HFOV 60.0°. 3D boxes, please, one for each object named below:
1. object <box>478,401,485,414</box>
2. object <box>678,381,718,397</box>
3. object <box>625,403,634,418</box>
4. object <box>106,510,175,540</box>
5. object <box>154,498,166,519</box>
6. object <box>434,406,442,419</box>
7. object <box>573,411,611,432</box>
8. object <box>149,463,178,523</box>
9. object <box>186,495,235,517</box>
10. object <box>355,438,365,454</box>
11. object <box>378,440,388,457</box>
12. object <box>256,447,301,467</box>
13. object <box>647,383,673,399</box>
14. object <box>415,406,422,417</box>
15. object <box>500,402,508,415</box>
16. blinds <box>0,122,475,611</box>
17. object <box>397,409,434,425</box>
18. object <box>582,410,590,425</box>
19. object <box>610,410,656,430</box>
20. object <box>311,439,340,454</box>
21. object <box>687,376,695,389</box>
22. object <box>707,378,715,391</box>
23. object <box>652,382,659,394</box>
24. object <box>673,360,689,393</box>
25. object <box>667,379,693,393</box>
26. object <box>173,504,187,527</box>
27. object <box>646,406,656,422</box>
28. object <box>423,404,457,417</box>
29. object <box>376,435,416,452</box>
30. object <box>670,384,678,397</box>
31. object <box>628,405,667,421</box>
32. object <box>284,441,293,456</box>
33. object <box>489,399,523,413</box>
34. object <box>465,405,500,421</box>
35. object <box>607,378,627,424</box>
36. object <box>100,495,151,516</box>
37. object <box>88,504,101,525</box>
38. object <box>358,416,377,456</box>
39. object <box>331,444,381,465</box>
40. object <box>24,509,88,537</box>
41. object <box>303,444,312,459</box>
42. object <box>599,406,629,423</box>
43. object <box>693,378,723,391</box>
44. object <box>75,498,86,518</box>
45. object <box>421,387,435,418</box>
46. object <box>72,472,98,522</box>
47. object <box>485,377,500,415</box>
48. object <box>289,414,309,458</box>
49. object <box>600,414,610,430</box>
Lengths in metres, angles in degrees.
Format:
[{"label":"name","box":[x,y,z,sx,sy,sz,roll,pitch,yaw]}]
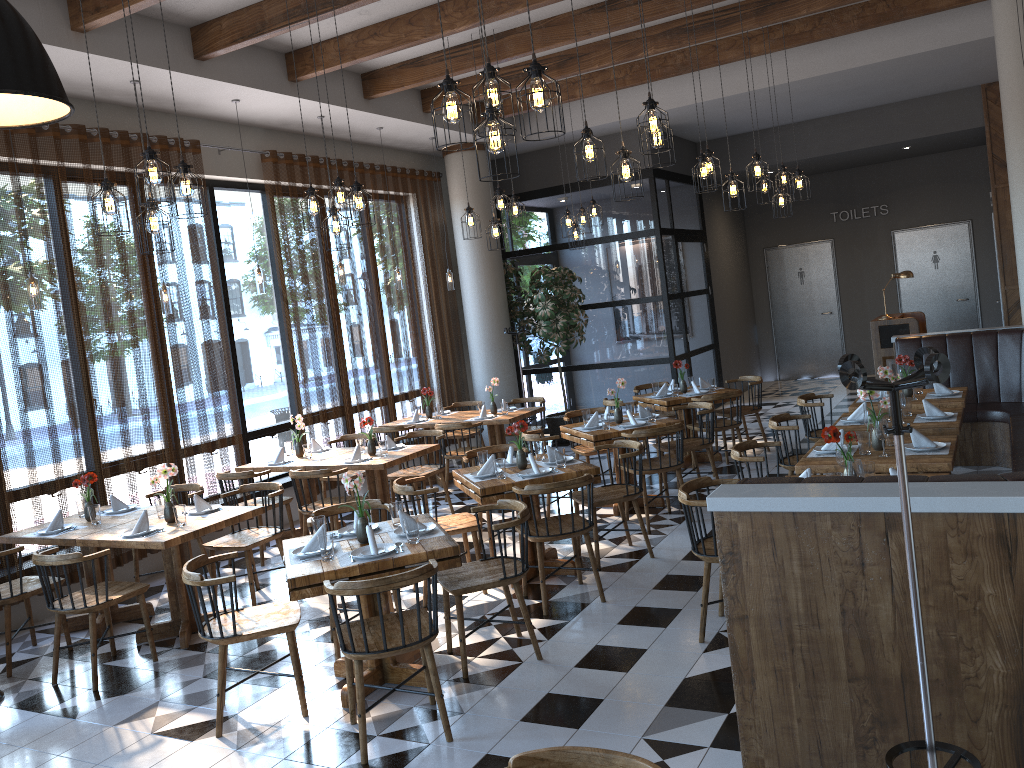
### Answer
[{"label":"object","box":[-0.339,0.268,9.946,0.080,0.132,0.080,-6,3,14]},{"label":"object","box":[1.933,0.039,9.321,0.352,0.137,0.272,-8,5,-16]},{"label":"object","box":[1.095,0.244,8.202,0.080,0.132,0.080,-4,5,44]},{"label":"object","box":[-2.401,0.895,5.706,0.351,0.137,0.273,-4,5,29]},{"label":"object","box":[-2.425,0.862,6.136,0.080,0.132,0.080,-6,3,14]},{"label":"object","box":[-0.835,0.323,10.019,0.080,0.132,0.080,-4,5,44]},{"label":"object","box":[0.704,0.320,7.857,0.272,0.137,0.352,-8,5,-16]},{"label":"object","box":[-2.308,0.732,5.910,0.207,0.399,0.146,-7,3,-7]},{"label":"object","box":[-2.152,0.822,6.174,0.351,0.137,0.273,-4,5,29]},{"label":"object","box":[-1.376,0.563,8.052,0.080,0.132,0.080,-6,3,14]},{"label":"object","box":[-1.117,0.562,7.702,0.080,0.132,0.080,-6,3,14]},{"label":"object","box":[-2.124,0.653,8.056,0.351,0.137,0.273,-4,5,29]},{"label":"object","box":[1.602,0.064,9.503,0.272,0.137,0.352,-8,5,-16]},{"label":"object","box":[-1.094,0.324,10.368,0.080,0.132,0.080,-4,5,44]},{"label":"object","box":[-0.080,0.267,9.597,0.080,0.132,0.080,-6,3,14]},{"label":"blinds","box":[-2.511,-0.551,8.726,0.159,3.573,7.296,-6,5,29]},{"label":"object","box":[-1.090,0.359,9.943,0.351,0.137,0.273,-4,5,29]},{"label":"object","box":[0.681,0.306,8.082,0.080,0.132,0.080,-4,5,44]},{"label":"object","box":[1.035,0.295,7.676,0.352,0.137,0.272,-8,5,-16]},{"label":"object","box":[-1.874,0.581,8.524,0.351,0.137,0.273,-4,5,29]},{"label":"object","box":[1.995,-0.013,9.846,0.080,0.132,0.080,-9,4,-36]},{"label":"object","box":[2.126,0.007,9.435,0.080,0.132,0.080,-9,4,-36]},{"label":"object","box":[1.581,0.049,9.725,0.080,0.132,0.080,-7,3,4]},{"label":"object","box":[1.839,-0.085,9.608,0.156,0.354,0.171,-8,3,-14]},{"label":"object","box":[1.777,0.013,9.836,0.352,0.137,0.272,-8,5,-16]},{"label":"object","box":[-2.166,0.861,5.787,0.080,0.132,0.080,-6,3,14]},{"label":"object","box":[1.226,0.264,7.792,0.080,0.132,0.080,-4,5,44]},{"label":"object","box":[-0.841,0.287,10.411,0.351,0.137,0.273,-4,5,29]},{"label":"object","box":[-1.101,0.523,8.092,0.351,0.137,0.273,-4,5,29]},{"label":"object","box":[1.710,0.071,9.303,0.080,0.132,0.080,-4,5,44]},{"label":"object","box":[1.211,0.244,8.009,0.272,0.137,0.352,-8,5,-16]},{"label":"object","box":[-2.131,0.620,8.474,0.080,0.132,0.080,-9,4,-26]},{"label":"object","box":[-0.068,0.229,9.979,0.351,0.137,0.273,-4,5,29]},{"label":"object","box":[-0.318,0.301,9.511,0.351,0.137,0.273,-4,5,29]},{"label":"object","box":[0.953,0.152,7.908,0.146,0.399,0.207,-5,4,41]},{"label":"object","box":[-2.925,0.880,6.606,0.351,0.137,0.273,-4,5,29]},{"label":"object","box":[-2.921,0.917,6.209,0.080,0.132,0.080,-9,4,-36]},{"label":"object","box":[-1.270,0.459,7.810,0.156,0.354,0.171,-7,3,8]},{"label":"object","box":[-1.351,0.595,7.624,0.351,0.137,0.273,-4,5,29]},{"label":"object","box":[-3.174,0.952,6.138,0.351,0.137,0.273,-4,5,29]},{"label":"object","box":[-1.872,0.618,8.124,0.080,0.132,0.080,-9,4,-26]},{"label":"object","box":[0.879,0.269,8.190,0.352,0.137,0.272,-8,5,-16]},{"label":"object","box":[2.108,-0.012,9.654,0.272,0.137,0.352,-8,5,-16]},{"label":"object","box":[-3.180,0.919,6.558,0.080,0.132,0.080,-9,4,-36]},{"label":"object","box":[-0.955,0.210,10.199,0.156,0.354,0.171,-7,3,5]},{"label":"object","box":[-3.029,0.808,6.329,0.156,0.354,0.171,-9,4,-38]},{"label":"object","box":[-0.197,0.133,9.742,0.146,0.399,0.207,-6,3,22]},{"label":"object","box":[-1.993,0.482,8.308,0.206,0.399,0.147,-5,4,33]},{"label":"object","box":[0.810,0.327,7.659,0.080,0.132,0.080,-4,5,44]}]
